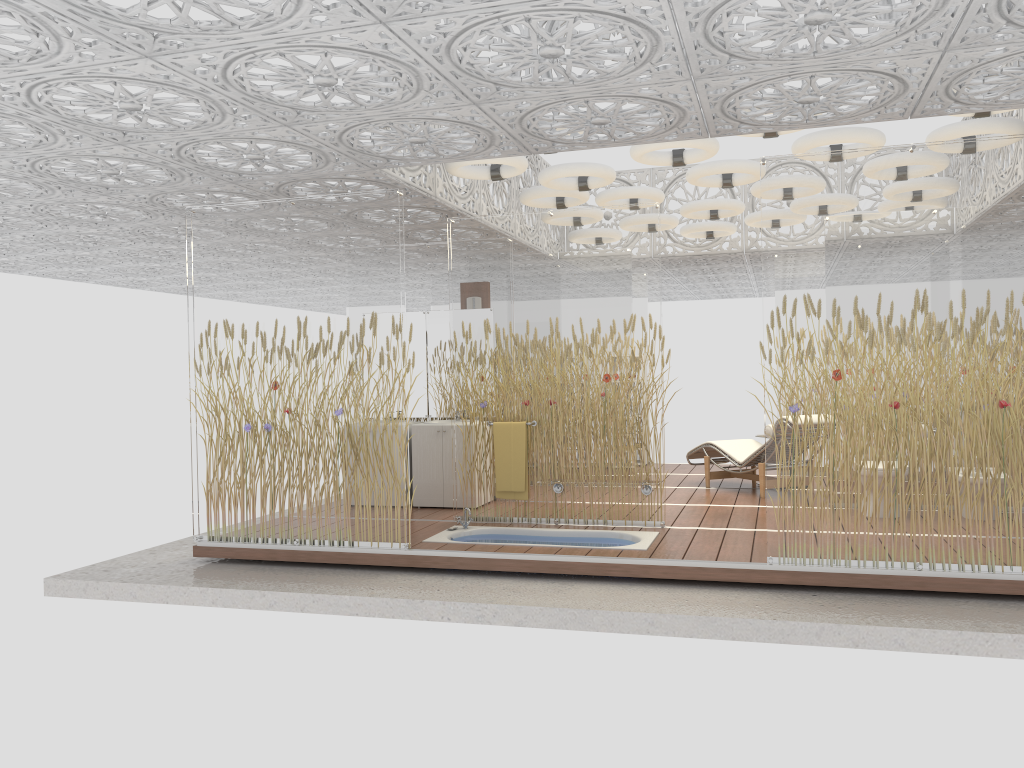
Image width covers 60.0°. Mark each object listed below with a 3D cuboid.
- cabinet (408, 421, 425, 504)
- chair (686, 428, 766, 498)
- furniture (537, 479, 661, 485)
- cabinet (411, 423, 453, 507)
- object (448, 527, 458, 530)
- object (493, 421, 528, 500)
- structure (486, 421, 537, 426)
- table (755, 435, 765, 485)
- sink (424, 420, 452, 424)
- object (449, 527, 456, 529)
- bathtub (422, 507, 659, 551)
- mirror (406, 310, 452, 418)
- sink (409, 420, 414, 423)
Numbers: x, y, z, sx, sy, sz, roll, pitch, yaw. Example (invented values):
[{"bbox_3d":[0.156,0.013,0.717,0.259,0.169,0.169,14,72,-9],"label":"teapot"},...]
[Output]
[{"bbox_3d":[-1.261,0.781,8.846,0.643,0.782,0.549,-1,1,17],"label":"cabinet"},{"bbox_3d":[2.547,0.701,9.215,0.635,0.811,1.787,-1,1,-23],"label":"chair"},{"bbox_3d":[0.690,0.784,7.095,0.977,0.014,0.178,-1,1,17],"label":"furniture"},{"bbox_3d":[-0.573,0.769,8.639,0.643,0.782,0.549,-1,1,17],"label":"cabinet"},{"bbox_3d":[-0.482,1.176,7.193,0.065,0.011,0.108,-1,1,26],"label":"object"},{"bbox_3d":[-0.012,0.641,7.398,0.283,0.656,0.042,-1,1,17],"label":"object"},{"bbox_3d":[-0.012,0.333,7.420,0.442,0.047,0.078,-1,1,17],"label":"structure"},{"bbox_3d":[2.900,0.816,9.478,0.420,0.535,0.420,-1,1,-13],"label":"table"},{"bbox_3d":[-0.578,0.401,8.652,0.573,0.266,0.499,-1,1,20],"label":"sink"},{"bbox_3d":[-0.482,1.169,7.193,0.035,0.016,0.066,-1,1,26],"label":"object"},{"bbox_3d":[0.234,1.287,6.814,1.700,0.582,0.700,-1,1,17],"label":"bathtub"},{"bbox_3d":[-0.856,-0.199,8.996,1.422,1.081,0.009,-1,1,17],"label":"mirror"},{"bbox_3d":[-1.265,0.413,8.859,0.573,0.266,0.499,-1,1,14],"label":"sink"}]
